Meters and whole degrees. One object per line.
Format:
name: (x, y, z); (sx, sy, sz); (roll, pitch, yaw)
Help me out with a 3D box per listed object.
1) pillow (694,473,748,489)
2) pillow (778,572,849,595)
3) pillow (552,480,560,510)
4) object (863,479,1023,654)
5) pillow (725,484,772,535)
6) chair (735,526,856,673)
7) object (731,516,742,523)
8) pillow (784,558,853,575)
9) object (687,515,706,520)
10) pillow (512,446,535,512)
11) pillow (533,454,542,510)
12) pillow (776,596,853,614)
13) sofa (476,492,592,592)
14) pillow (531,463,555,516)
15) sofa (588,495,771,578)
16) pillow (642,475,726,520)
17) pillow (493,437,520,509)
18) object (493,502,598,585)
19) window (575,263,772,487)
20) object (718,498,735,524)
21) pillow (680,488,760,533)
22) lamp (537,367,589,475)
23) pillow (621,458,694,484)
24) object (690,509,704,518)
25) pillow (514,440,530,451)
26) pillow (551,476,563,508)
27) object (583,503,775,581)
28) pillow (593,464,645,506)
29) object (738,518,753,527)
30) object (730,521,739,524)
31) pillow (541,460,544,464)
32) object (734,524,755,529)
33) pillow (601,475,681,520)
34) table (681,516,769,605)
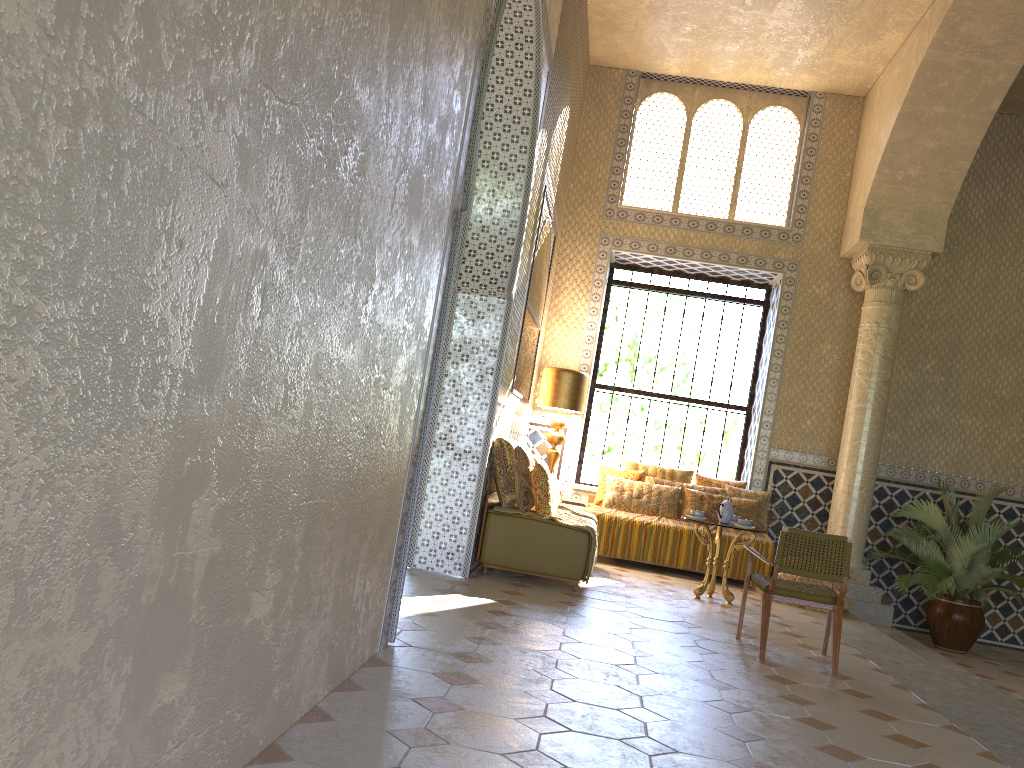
pillow: (3.310, 1.894, 14.223); (0.854, 0.800, 0.394); (9, -1, 7)
pillow: (4.132, 2.751, 12.228); (0.928, 0.347, 0.885); (8, -4, 27)
pillow: (0.465, 1.435, 11.241); (0.271, 0.450, 0.985); (9, -3, 7)
object: (6.606, 2.615, 12.726); (2.644, 2.500, 2.165); (10, -2, -7)
pillow: (3.677, 1.981, 13.904); (0.740, 0.693, 0.341); (9, -1, 7)
chair: (2.689, 1.956, 8.360); (0.949, 1.208, 0.909); (9, -2, 6)
object: (2.889, 1.768, 11.542); (0.184, 0.100, 0.183); (10, -3, -5)
pillow: (4.181, 2.547, 12.220); (0.801, 0.310, 0.752); (6, -4, 40)
object: (2.339, 1.696, 11.247); (0.256, 0.032, 0.255); (10, -4, -15)
pillow: (0.149, 1.147, 10.620); (0.383, 0.779, 0.836); (9, -2, 7)
pillow: (0.295, 1.256, 11.351); (0.340, 0.692, 0.743); (9, -2, 7)
pillow: (4.119, 2.954, 12.233); (0.987, 0.368, 1.048); (7, -4, 31)
sofa: (0.409, 1.943, 11.419); (1.272, 0.936, 2.858); (9, -3, 7)
pillow: (0.375, 1.269, 10.449); (0.344, 0.651, 0.686); (9, -2, 6)
sofa: (2.503, 2.442, 13.745); (2.846, 0.937, 1.277); (9, -3, 6)
pillow: (2.690, 1.855, 13.989); (1.340, 0.615, 0.371); (9, -1, 6)
pillow: (-0.018, 1.094, 10.865); (0.422, 0.831, 1.196); (9, -3, 7)
object: (0.469, 1.943, 11.400); (1.313, 0.717, 2.894); (9, -4, 7)
window: (-0.005, -0.416, 15.444); (8.480, 3.988, 0.575); (9, -1, 2)
object: (2.719, 1.611, 11.249); (0.273, 0.323, 0.199); (9, -1, -4)
pillow: (3.226, 1.981, 13.710); (1.190, 0.546, 0.330); (9, -1, 6)
lamp: (0.633, 1.175, 13.875); (0.739, 2.811, 0.735); (10, -1, -25)
pillow: (2.292, 1.701, 14.276); (1.191, 0.832, 0.423); (9, -1, 6)
object: (2.345, 1.659, 11.247); (0.184, 0.100, 0.183); (10, -3, -12)
pillow: (0.105, 1.194, 12.054); (0.422, 0.831, 1.196); (9, -3, 7)
pillow: (0.562, 1.513, 12.173); (0.271, 0.450, 0.985); (9, -3, 7)
object: (2.459, 2.422, 13.687); (2.883, 0.717, 1.318); (9, -3, 6)
pillow: (1.707, 1.672, 14.117); (0.740, 0.693, 0.341); (9, -1, 7)
object: (2.872, 1.722, 10.906); (0.183, 0.100, 0.184); (9, -3, 3)
object: (2.883, 1.805, 11.543); (0.256, 0.032, 0.255); (10, -4, -15)
pillow: (0.373, 1.352, 12.149); (0.313, 0.637, 0.683); (9, -2, 7)
object: (2.865, 1.759, 10.906); (0.255, 0.032, 0.256); (9, -4, 3)
pillow: (2.023, 1.792, 13.840); (1.190, 0.546, 0.330); (9, -1, 6)
table: (2.606, 2.249, 11.203); (1.096, 0.980, 1.106); (8, -3, 36)
